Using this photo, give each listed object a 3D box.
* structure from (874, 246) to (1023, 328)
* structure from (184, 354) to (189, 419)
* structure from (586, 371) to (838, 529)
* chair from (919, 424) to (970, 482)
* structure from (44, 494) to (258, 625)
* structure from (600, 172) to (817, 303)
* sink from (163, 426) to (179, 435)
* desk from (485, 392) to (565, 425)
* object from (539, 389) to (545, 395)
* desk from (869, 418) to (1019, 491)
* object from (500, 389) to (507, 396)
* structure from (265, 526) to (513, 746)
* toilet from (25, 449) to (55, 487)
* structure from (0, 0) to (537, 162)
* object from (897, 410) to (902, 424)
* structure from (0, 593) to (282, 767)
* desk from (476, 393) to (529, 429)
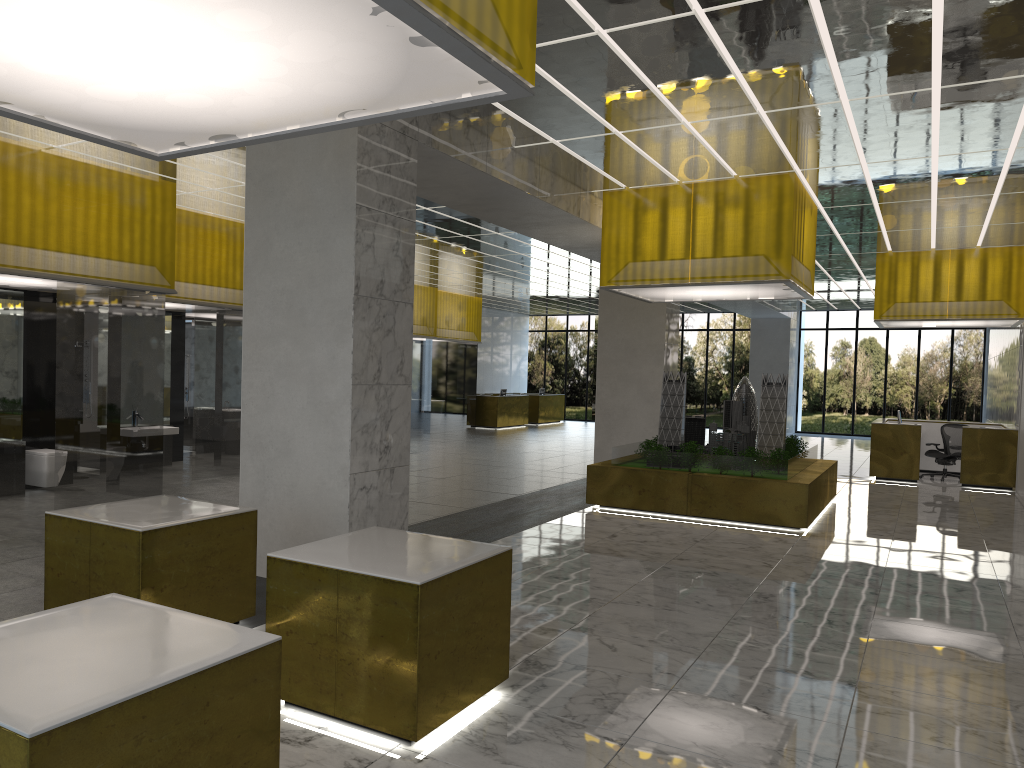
[{"bbox_3d":[11.560,-2.716,22.626,3.423,2.271,2.961,2,1,29],"label":"structure"},{"bbox_3d":[-9.335,0.083,24.151,0.235,1.854,0.433,3,2,19],"label":"structure"},{"bbox_3d":[4.245,1.053,17.291,4.071,2.573,4.890,2,1,28],"label":"structure"},{"bbox_3d":[11.516,1.796,22.542,0.976,1.494,1.185,1,2,-37],"label":"chair"},{"bbox_3d":[-3.409,1.781,8.116,1.436,1.174,1.371,2,1,29],"label":"structure"},{"bbox_3d":[3.779,-2.832,16.107,3.423,2.271,3.081,2,1,29],"label":"structure"},{"bbox_3d":[-8.656,1.031,20.099,0.919,1.054,1.318,2,1,28],"label":"sink"},{"bbox_3d":[0.634,1.267,45.130,3.383,1.509,3.308,2,1,29],"label":"desk"},{"bbox_3d":[1.465,0.574,44.626,0.579,0.668,0.712,2,1,28],"label":"object"},{"bbox_3d":[11.461,1.797,22.737,3.383,1.509,3.308,2,1,29],"label":"desk"},{"bbox_3d":[-0.551,0.572,40.516,0.579,0.668,0.712,2,1,29],"label":"object"},{"bbox_3d":[-0.921,1.860,6.569,1.436,1.174,1.371,2,1,29],"label":"structure"},{"bbox_3d":[-9.199,1.658,16.806,0.884,0.694,0.484,2,2,31],"label":"toilet"},{"bbox_3d":[-1.971,-2.837,4.383,3.423,2.271,3.081,2,1,29],"label":"structure"},{"bbox_3d":[10.690,1.053,23.230,0.579,0.668,0.712,2,1,29],"label":"object"},{"bbox_3d":[-2.104,1.859,4.157,1.436,1.174,1.371,2,1,29],"label":"structure"},{"bbox_3d":[-1.364,1.265,41.056,3.383,1.509,3.308,2,1,29],"label":"desk"}]
